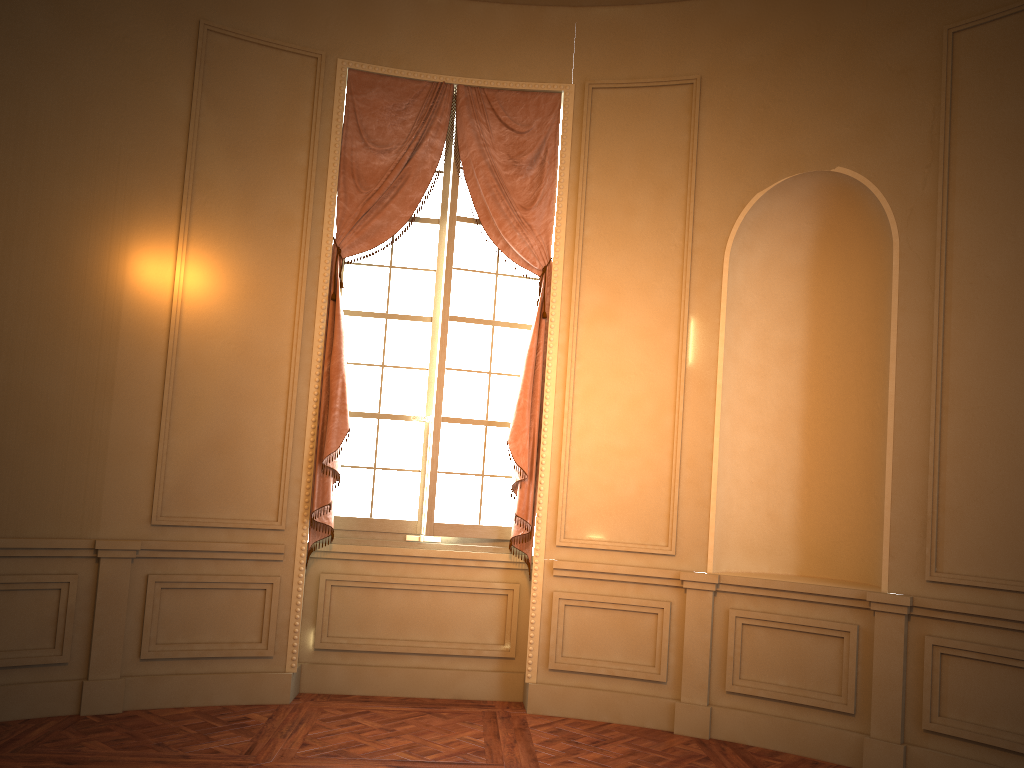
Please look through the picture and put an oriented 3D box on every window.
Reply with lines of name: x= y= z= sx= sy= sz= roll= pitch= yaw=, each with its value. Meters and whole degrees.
window: x=-0.443 y=-0.409 z=5.462 sx=1.315 sy=2.830 sz=0.153 roll=4 pitch=-4 yaw=-6

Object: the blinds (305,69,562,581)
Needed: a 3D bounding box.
blinds: x=-0.425 y=-0.367 z=5.231 sx=1.339 sy=2.970 sz=0.285 roll=4 pitch=-4 yaw=-6
